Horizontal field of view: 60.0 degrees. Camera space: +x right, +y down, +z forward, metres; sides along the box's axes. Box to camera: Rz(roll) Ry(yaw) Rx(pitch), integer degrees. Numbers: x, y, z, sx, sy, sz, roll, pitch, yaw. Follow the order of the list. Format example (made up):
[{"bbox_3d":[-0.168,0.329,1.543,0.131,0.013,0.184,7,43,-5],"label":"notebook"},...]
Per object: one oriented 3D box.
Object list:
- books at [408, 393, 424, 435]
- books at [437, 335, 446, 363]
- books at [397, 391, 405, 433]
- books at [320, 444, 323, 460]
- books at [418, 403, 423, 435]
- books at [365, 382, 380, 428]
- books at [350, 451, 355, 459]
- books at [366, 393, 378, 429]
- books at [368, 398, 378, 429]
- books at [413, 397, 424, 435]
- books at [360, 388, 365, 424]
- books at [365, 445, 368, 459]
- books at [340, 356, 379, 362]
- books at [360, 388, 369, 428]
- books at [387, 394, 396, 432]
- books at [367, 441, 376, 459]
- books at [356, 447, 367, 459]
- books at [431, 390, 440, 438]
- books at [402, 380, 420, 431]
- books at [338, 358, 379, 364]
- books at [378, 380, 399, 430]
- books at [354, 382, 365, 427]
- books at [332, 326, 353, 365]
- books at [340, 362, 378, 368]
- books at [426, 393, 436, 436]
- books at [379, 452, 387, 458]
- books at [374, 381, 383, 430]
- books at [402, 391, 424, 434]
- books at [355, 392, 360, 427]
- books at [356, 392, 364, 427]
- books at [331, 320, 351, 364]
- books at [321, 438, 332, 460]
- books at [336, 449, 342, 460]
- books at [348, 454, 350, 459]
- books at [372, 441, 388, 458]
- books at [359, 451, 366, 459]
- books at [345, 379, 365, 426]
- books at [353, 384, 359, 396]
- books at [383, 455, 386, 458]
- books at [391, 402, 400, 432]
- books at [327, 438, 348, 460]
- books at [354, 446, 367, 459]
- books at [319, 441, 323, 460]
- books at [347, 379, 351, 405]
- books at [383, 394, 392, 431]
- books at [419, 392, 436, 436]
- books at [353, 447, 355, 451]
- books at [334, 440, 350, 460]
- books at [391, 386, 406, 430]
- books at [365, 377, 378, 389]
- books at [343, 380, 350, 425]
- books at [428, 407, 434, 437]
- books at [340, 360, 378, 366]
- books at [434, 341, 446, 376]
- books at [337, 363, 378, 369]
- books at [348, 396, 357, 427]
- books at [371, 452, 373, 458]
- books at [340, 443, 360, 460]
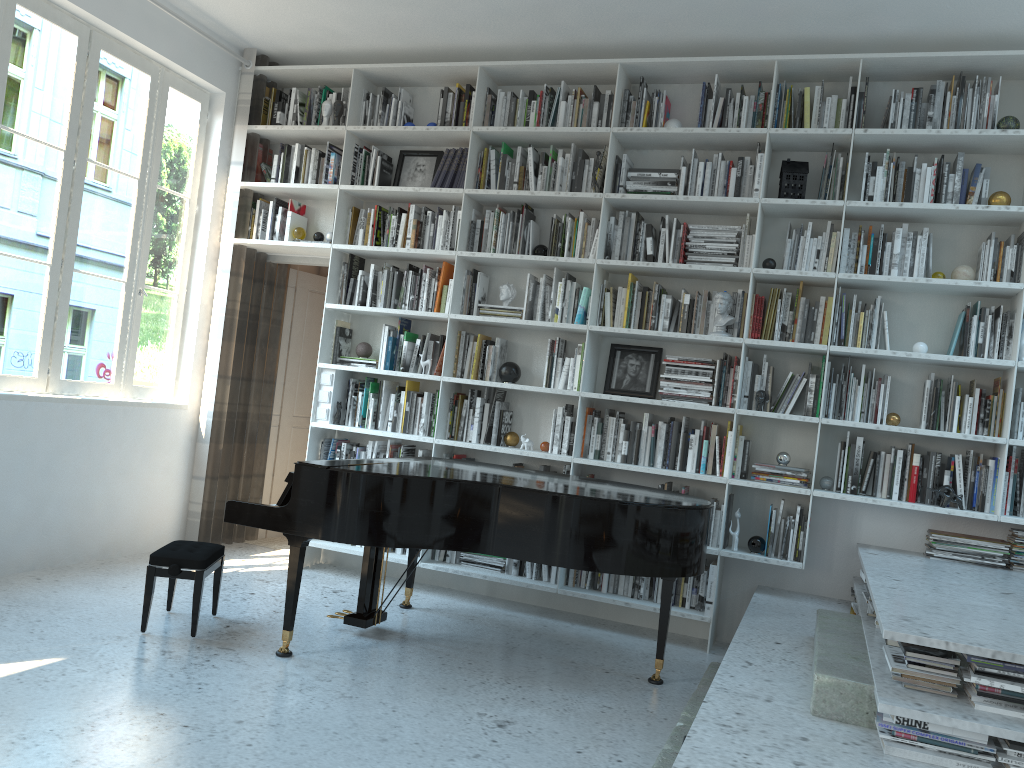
[{"bbox_3d":[-0.577,0.185,5.423,0.028,0.249,0.159,7,-1,20],"label":"books"},{"bbox_3d":[-0.411,-0.166,5.395,0.021,0.251,0.154,7,-1,20],"label":"books"},{"bbox_3d":[-0.643,0.175,5.454,0.026,0.254,0.176,7,-1,20],"label":"books"},{"bbox_3d":[-1.166,0.500,5.620,0.029,0.239,0.154,7,-1,20],"label":"books"},{"bbox_3d":[-0.526,0.218,5.422,0.023,0.194,0.140,7,-1,20],"label":"books"},{"bbox_3d":[-0.851,0.135,5.513,0.007,0.286,0.182,7,-1,20],"label":"books"},{"bbox_3d":[-0.961,0.530,5.535,0.028,0.223,0.189,7,-1,20],"label":"books"},{"bbox_3d":[-0.843,0.170,5.515,0.015,0.219,0.190,7,-1,20],"label":"books"},{"bbox_3d":[-0.831,0.187,5.505,0.016,0.189,0.183,7,-1,20],"label":"books"},{"bbox_3d":[-0.548,0.198,5.428,0.025,0.229,0.153,7,-1,20],"label":"books"},{"bbox_3d":[-0.890,0.153,5.541,0.014,0.243,0.171,7,-1,20],"label":"books"},{"bbox_3d":[-0.881,0.514,5.539,0.013,0.273,0.146,7,-1,20],"label":"books"},{"bbox_3d":[-0.930,-0.152,5.584,0.254,0.012,0.161,6,-1,21],"label":"books"},{"bbox_3d":[-0.884,0.153,5.524,0.009,0.244,0.184,7,-1,20],"label":"books"},{"bbox_3d":[-0.710,0.180,5.477,0.027,0.230,0.159,7,-1,20],"label":"books"},{"bbox_3d":[-0.864,0.503,5.526,0.027,0.299,0.142,7,-1,20],"label":"books"},{"bbox_3d":[-0.930,0.519,5.522,0.010,0.252,0.178,7,-1,20],"label":"books"},{"bbox_3d":[-0.431,0.182,5.366,0.014,0.286,0.179,7,-1,20],"label":"books"},{"bbox_3d":[-0.620,0.143,5.445,0.021,0.323,0.172,7,-1,20],"label":"books"},{"bbox_3d":[-0.933,-0.140,5.577,0.285,0.012,0.159,6,-1,24],"label":"books"},{"bbox_3d":[-0.766,0.135,5.497,0.012,0.306,0.189,7,-1,20],"label":"books"},{"bbox_3d":[-0.932,0.130,5.556,0.008,0.279,0.164,7,-1,20],"label":"books"},{"bbox_3d":[-1.078,-0.235,5.633,0.028,0.243,0.156,7,-1,20],"label":"books"},{"bbox_3d":[-0.934,-0.116,5.583,0.254,0.012,0.161,6,-1,21],"label":"books"},{"bbox_3d":[-0.477,0.190,5.403,0.013,0.260,0.142,7,-1,20],"label":"books"},{"bbox_3d":[-0.792,0.542,5.502,0.031,0.239,0.132,7,-1,20],"label":"books"},{"bbox_3d":[-0.784,0.136,5.491,0.019,0.300,0.180,7,-1,20],"label":"books"},{"bbox_3d":[-0.603,0.176,5.428,0.028,0.260,0.181,7,-1,20],"label":"books"},{"bbox_3d":[-0.923,0.162,5.558,0.015,0.218,0.176,7,-1,20],"label":"books"},{"bbox_3d":[-0.913,0.164,5.541,0.015,0.217,0.180,7,-1,20],"label":"books"},{"bbox_3d":[-1.091,-0.258,5.649,0.012,0.285,0.159,7,-1,20],"label":"books"},{"bbox_3d":[-1.151,0.482,5.599,0.011,0.277,0.189,7,-1,20],"label":"books"},{"bbox_3d":[-1.055,0.521,5.571,0.022,0.220,0.187,7,-1,20],"label":"books"},{"bbox_3d":[-0.997,0.539,5.579,0.025,0.200,0.137,7,-1,20],"label":"books"},{"bbox_3d":[-0.827,0.503,5.494,0.039,0.307,0.172,7,-1,20],"label":"books"},{"bbox_3d":[-0.910,0.533,5.528,0.028,0.229,0.157,7,-1,20],"label":"books"},{"bbox_3d":[-0.984,0.117,5.582,0.014,0.294,0.171,7,-1,20],"label":"books"},{"bbox_3d":[-0.959,0.135,5.561,0.007,0.264,0.177,7,-1,20],"label":"books"},{"bbox_3d":[-0.767,0.551,5.488,0.028,0.225,0.134,7,-1,20],"label":"books"},{"bbox_3d":[-0.677,0.207,5.453,0.029,0.181,0.190,7,-1,20],"label":"books"},{"bbox_3d":[-1.118,0.483,5.597,0.052,0.283,0.172,7,-1,20],"label":"books"},{"bbox_3d":[-0.939,0.516,5.530,0.013,0.257,0.189,7,-1,20],"label":"books"},{"bbox_3d":[-1.179,0.491,5.640,0.012,0.254,0.161,7,-1,20],"label":"books"},{"bbox_3d":[-0.996,0.118,5.594,0.016,0.289,0.152,7,-1,20],"label":"books"},{"bbox_3d":[-0.738,0.177,5.505,0.045,0.230,0.138,7,-1,20],"label":"books"},{"bbox_3d":[-0.499,0.185,5.391,0.021,0.265,0.185,7,-1,20],"label":"books"},{"bbox_3d":[-0.971,0.518,5.575,0.022,0.248,0.134,7,-1,20],"label":"books"},{"bbox_3d":[-1.083,0.492,5.605,0.010,0.273,0.150,7,-1,20],"label":"books"},{"bbox_3d":[-0.688,0.156,5.469,0.014,0.282,0.150,7,-1,20],"label":"books"},{"bbox_3d":[-0.895,0.117,5.547,0.006,0.315,0.145,7,-1,20],"label":"books"},{"bbox_3d":[-1.007,0.120,5.600,0.008,0.285,0.159,7,-1,20],"label":"books"},{"bbox_3d":[-0.457,0.232,5.393,0.041,0.181,0.141,7,-1,20],"label":"books"},{"bbox_3d":[-0.934,-0.128,5.579,0.254,0.012,0.161,6,-1,17],"label":"books"},{"bbox_3d":[-0.375,-0.176,5.341,0.082,0.276,0.228,7,-1,20],"label":"books"},{"bbox_3d":[-0.937,-0.104,5.579,0.285,0.012,0.159,6,-1,23],"label":"books"},{"bbox_3d":[-0.956,0.172,5.541,0.019,0.189,0.193,7,-1,20],"label":"books"},{"bbox_3d":[-0.849,0.539,5.521,0.012,0.232,0.148,7,-1,20],"label":"books"},{"bbox_3d":[-1.026,0.502,5.568,0.029,0.266,0.171,7,-1,20],"label":"books"}]
